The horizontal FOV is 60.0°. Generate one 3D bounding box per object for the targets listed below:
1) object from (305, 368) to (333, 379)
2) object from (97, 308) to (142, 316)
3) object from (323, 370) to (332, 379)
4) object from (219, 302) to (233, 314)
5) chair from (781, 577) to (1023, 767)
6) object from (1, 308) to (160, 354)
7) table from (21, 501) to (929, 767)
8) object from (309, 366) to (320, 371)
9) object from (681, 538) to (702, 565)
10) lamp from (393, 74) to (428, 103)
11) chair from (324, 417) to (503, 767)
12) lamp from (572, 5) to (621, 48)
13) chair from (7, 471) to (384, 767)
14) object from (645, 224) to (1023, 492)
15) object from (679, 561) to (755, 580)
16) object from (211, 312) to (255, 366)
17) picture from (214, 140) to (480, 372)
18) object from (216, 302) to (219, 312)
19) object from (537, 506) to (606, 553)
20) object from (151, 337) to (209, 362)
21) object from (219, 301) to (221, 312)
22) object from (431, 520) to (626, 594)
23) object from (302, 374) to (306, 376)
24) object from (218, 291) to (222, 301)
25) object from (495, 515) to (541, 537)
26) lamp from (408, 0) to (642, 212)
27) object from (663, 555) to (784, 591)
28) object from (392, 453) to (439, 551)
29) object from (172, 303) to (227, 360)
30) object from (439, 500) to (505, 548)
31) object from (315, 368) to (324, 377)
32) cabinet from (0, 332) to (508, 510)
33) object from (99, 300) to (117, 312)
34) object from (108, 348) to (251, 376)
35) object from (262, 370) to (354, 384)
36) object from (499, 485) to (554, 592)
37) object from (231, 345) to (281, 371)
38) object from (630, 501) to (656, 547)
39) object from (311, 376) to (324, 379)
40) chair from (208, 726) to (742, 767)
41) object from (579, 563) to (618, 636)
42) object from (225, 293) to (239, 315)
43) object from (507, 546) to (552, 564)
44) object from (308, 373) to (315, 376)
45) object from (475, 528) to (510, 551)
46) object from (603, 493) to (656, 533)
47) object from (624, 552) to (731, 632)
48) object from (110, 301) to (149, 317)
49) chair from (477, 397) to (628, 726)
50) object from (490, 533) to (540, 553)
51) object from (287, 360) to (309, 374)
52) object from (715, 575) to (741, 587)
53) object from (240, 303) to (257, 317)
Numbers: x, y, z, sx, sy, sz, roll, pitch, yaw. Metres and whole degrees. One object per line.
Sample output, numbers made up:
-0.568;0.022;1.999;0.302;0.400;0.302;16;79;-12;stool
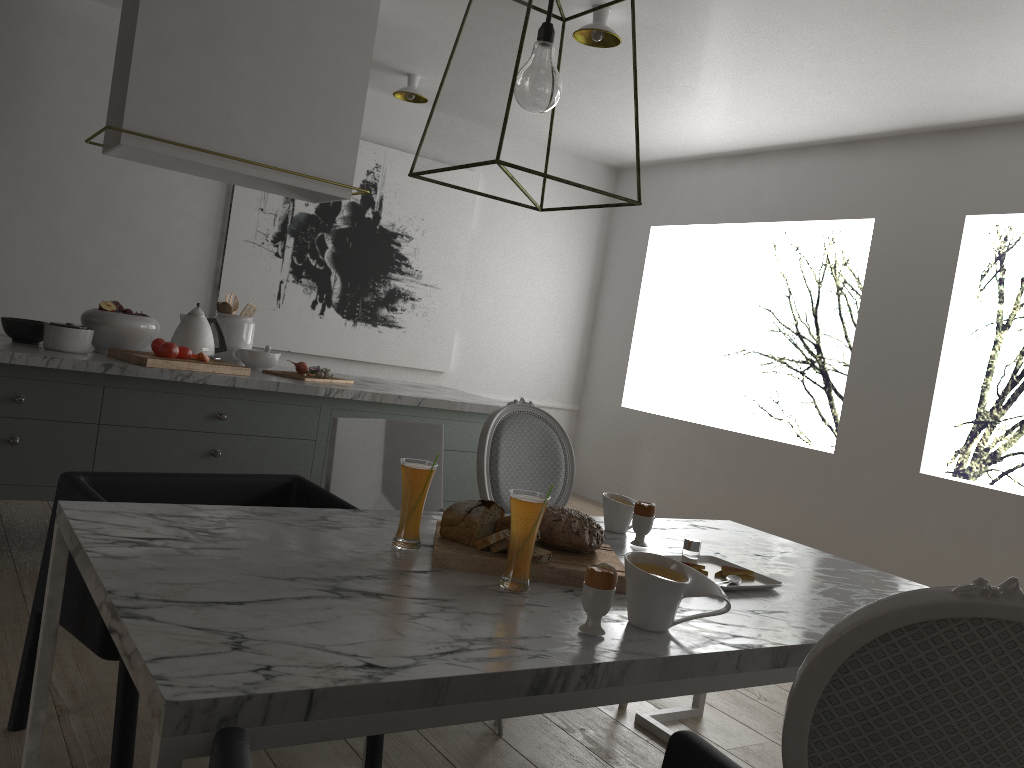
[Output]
-0.810;-0.045;3.627;0.116;0.058;0.224;9;2;2;object
-1.470;-0.250;3.326;0.154;0.074;0.135;7;3;-39;object
-0.765;-0.043;3.663;0.037;0.036;0.035;11;3;44;object
-1.183;-0.215;3.727;0.061;0.251;0.117;11;3;36;object
0.477;0.605;1.187;0.480;0.833;0.505;9;2;-2;chair
-1.571;-0.202;3.265;0.364;0.156;0.491;11;3;33;object
0.100;0.647;1.761;1.781;0.583;0.870;7;3;-34;table
-0.832;-0.058;3.750;0.057;0.039;0.049;7;3;-37;object
0.378;0.357;1.873;0.036;0.060;0.036;9;3;7;object
-0.554;-1.642;4.914;0.197;0.130;0.197;11;3;41;lamp
-0.266;0.489;2.262;0.470;0.745;0.439;7;3;-44;chair
0.349;-1.438;3.550;0.197;0.130;0.197;11;3;31;lamp
-0.641;0.522;1.890;0.569;0.597;0.609;7;3;-44;chair
2.578;1.372;3.984;0.001;8.324;10.834;7;3;-34;object
0.411;0.387;1.843;0.197;0.014;0.068;9;3;-6;object
-1.189;-0.191;3.761;0.174;0.208;0.174;8;3;-17;object
-0.955;-0.808;5.399;1.545;1.315;0.039;7;3;-34;picture
-1.222;-0.222;3.790;0.114;0.247;0.050;8;3;-29;object
0.112;0.287;1.774;0.151;0.075;0.157;9;2;2;object
-1.193;-0.129;3.211;0.194;0.079;0.135;7;4;-45;object
-1.223;-0.221;3.756;0.033;0.250;0.118;9;3;6;object
0.029;0.328;1.706;0.360;0.031;0.260;9;2;-4;object
-0.838;-0.037;3.570;0.015;0.010;0.028;10;3;30;object
-1.192;-0.237;3.758;0.141;0.290;0.064;8;3;-20;object
0.013;0.279;1.680;0.074;0.067;0.079;10;3;28;object
0.104;-0.894;1.569;0.584;1.108;0.584;8;3;-19;lamp
0.417;0.391;1.836;0.212;0.014;0.212;7;3;-34;object
-0.185;0.215;1.663;0.071;0.188;0.071;8;3;-13;object
-1.255;-0.205;3.540;0.204;0.236;0.178;9;2;2;object
-0.075;0.255;1.682;0.090;0.087;0.086;11;3;33;object
-0.787;-0.046;3.630;0.034;0.037;0.033;11;3;34;object
-1.158;0.292;3.619;2.360;0.721;0.870;7;3;-34;cabinet
-1.488;-0.282;3.260;0.054;0.048;0.061;10;3;19;object
-1.206;-0.079;3.227;0.290;0.030;0.400;11;3;41;object
-0.836;-0.030;3.657;0.220;0.012;0.330;10;3;26;object
0.019;0.254;1.501;0.071;0.188;0.071;8;3;-13;object
-1.048;-0.114;3.667;0.159;0.110;0.172;10;3;11;object
0.297;0.317;2.022;0.050;0.101;0.050;8;3;-27;object
-0.794;-0.031;3.601;0.059;0.008;0.043;9;3;8;object
-0.010;0.670;0.804;0.569;0.597;0.609;8;3;-19;chair
0.128;0.321;1.329;0.050;0.101;0.050;7;3;-38;object
-1.215;-0.244;3.796;0.056;0.296;0.131;8;3;-15;object
0.037;0.311;1.613;0.068;0.017;0.077;11;3;34;object
-0.811;-0.038;3.596;0.030;0.017;0.013;8;3;-25;object
-0.015;0.281;1.628;0.072;0.057;0.083;11;3;32;object
0.278;0.319;2.179;0.138;0.085;0.089;7;3;-39;object
0.255;0.339;1.425;0.170;0.105;0.110;8;3;-14;object
-1.468;-0.264;3.383;0.167;0.091;0.071;9;3;-9;object
0.090;0.481;2.601;0.480;0.833;0.505;7;3;-37;chair
0.012;0.287;1.623;0.073;0.055;0.083;11;3;32;object
-0.882;-0.069;3.663;0.090;0.051;0.050;10;3;19;object
0.425;0.394;1.756;0.032;0.013;0.132;11;3;31;object
-1.160;-0.216;3.718;0.149;0.262;0.054;8;3;-19;object
